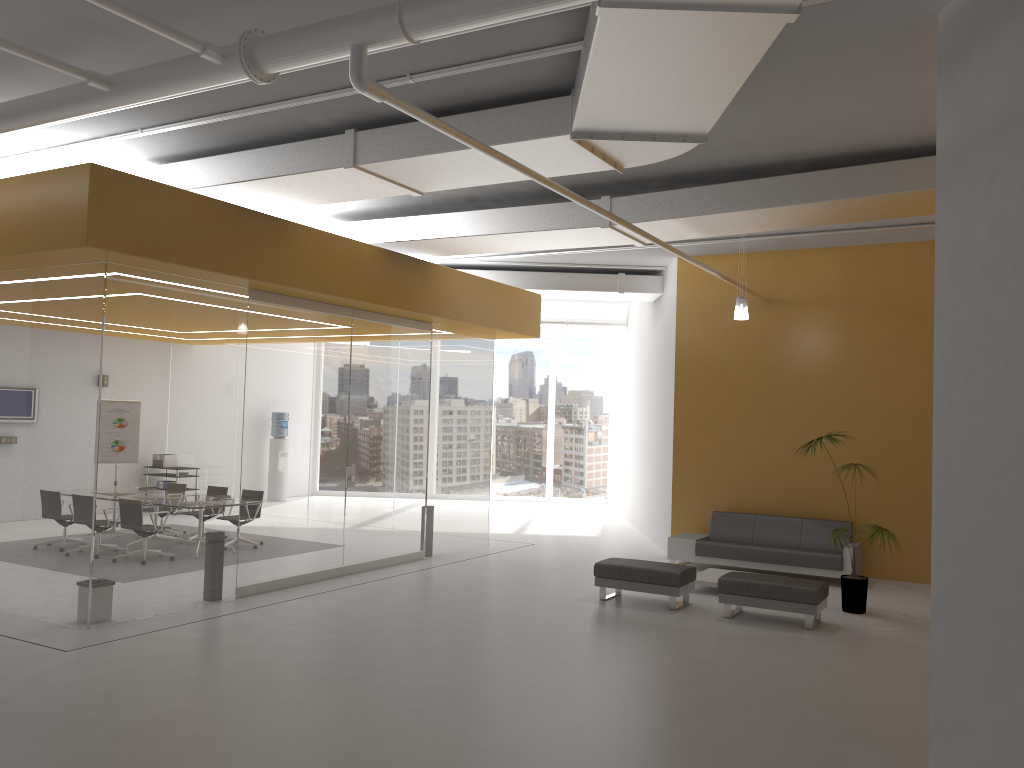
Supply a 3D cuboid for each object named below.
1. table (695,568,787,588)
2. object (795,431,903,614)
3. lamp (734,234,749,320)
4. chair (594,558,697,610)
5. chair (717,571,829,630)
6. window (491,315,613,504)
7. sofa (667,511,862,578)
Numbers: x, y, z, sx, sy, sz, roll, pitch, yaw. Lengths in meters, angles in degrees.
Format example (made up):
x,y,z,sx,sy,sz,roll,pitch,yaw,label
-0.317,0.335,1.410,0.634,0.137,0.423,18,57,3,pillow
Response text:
x,y,z,sx,sy,sz,roll,pitch,yaw,label
2.721,2.411,10.687,1.000,0.150,1.000,0,-3,30,table
3.648,1.497,9.706,0.912,1.956,1.222,3,-2,-20,object
2.806,-1.398,10.811,0.174,1.227,0.174,3,-2,-19,lamp
1.475,2.204,9.856,1.012,0.423,0.575,0,-3,30,chair
2.689,2.214,9.141,1.012,0.423,0.575,0,-3,30,chair
-0.467,0.555,21.384,8.533,4.498,0.100,2,-2,0,window
3.369,2.174,11.927,2.400,0.761,0.860,0,-3,30,sofa
